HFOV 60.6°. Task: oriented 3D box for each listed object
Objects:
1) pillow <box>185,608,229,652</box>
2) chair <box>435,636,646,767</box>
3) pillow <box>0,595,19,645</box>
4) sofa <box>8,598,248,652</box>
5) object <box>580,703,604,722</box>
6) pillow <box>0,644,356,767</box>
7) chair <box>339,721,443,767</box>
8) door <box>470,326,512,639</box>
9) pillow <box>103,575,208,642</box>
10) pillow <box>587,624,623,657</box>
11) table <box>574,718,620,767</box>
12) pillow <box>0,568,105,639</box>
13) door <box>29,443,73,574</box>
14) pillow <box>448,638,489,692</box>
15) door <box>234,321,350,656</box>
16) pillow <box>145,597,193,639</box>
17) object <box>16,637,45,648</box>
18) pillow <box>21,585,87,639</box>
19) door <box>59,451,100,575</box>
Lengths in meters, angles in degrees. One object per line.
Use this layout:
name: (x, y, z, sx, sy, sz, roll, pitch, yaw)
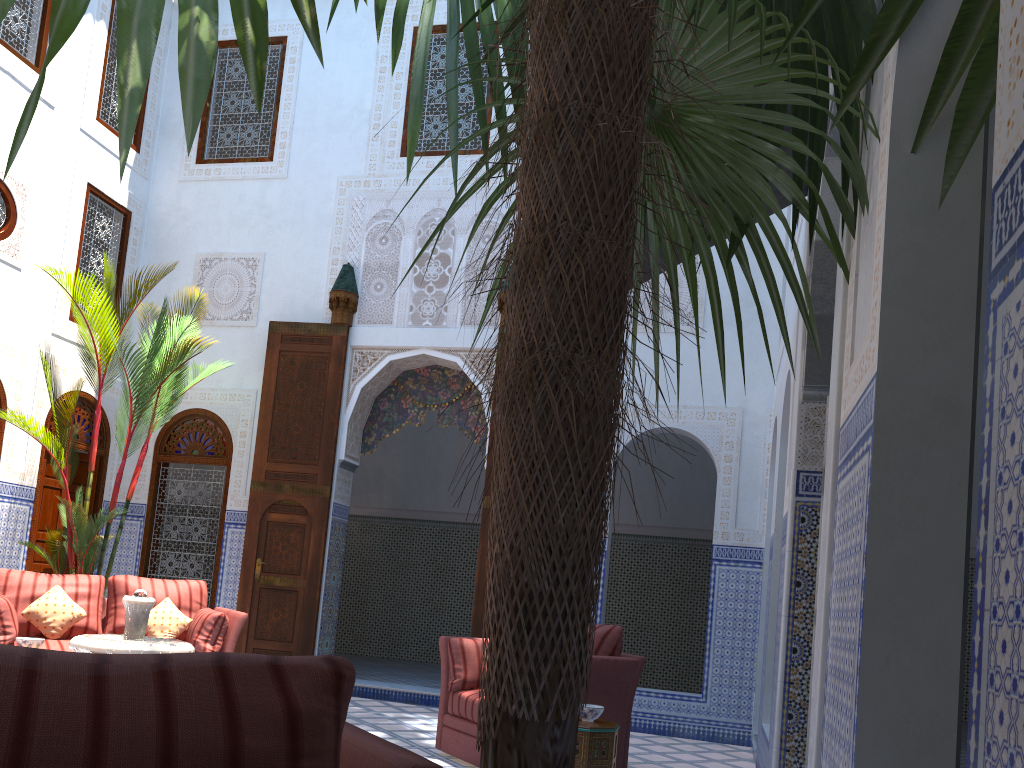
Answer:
pillow: (-1.680, 1.360, 4.820, 0.189, 0.239, 0.400, 10, -12, -29)
chair: (0.136, 1.486, 4.050, 0.735, 0.533, 0.821, 11, -13, -30)
pillow: (-2.525, 1.161, 4.299, 0.189, 0.248, 0.384, 10, -12, -29)
sofa: (-2.214, 1.434, 4.707, 1.378, 0.532, 0.739, 13, -13, -30)
object: (0.288, 1.244, 3.310, 0.118, 0.056, 0.121, -1, -13, 26)
pillow: (-0.476, 0.464, 0.948, 0.588, 0.373, 0.303, 12, -11, -30)
chair: (-0.569, 0.694, 1.058, 0.822, 0.533, 0.734, 12, -12, -30)
door: (0.076, 0.856, 5.610, 0.581, 2.480, 0.126, 3, -5, 19)
pillow: (-2.028, 1.303, 5.001, 0.567, 0.396, 0.307, 13, -11, -34)
pillow: (0.282, 1.309, 4.141, 0.304, 0.373, 0.588, 10, -12, -30)
table: (0.241, 1.424, 3.279, 0.288, 0.319, 0.296, 3, -9, 14)
pillow: (-2.503, 1.198, 4.713, 0.588, 0.373, 0.303, 12, -11, -30)
door: (-3.147, 1.129, 5.875, 0.123, 1.442, 0.290, 4, -5, 14)
pillow: (-0.133, 1.341, 4.154, 0.384, 0.249, 0.189, 11, -10, -29)
door: (-1.520, 0.808, 6.002, 0.582, 2.480, 0.125, 4, -5, 9)
pillow: (-1.913, 1.303, 4.816, 0.279, 0.255, 0.151, 3, -8, 13)
object: (-2.184, 1.181, 3.965, 0.118, 0.056, 0.121, -1, -13, 26)
pillow: (-2.382, 1.186, 4.562, 0.303, 0.274, 0.132, 9, -7, -20)
door: (-3.150, 1.202, 6.176, 0.024, 1.442, 0.290, 0, -7, 44)
